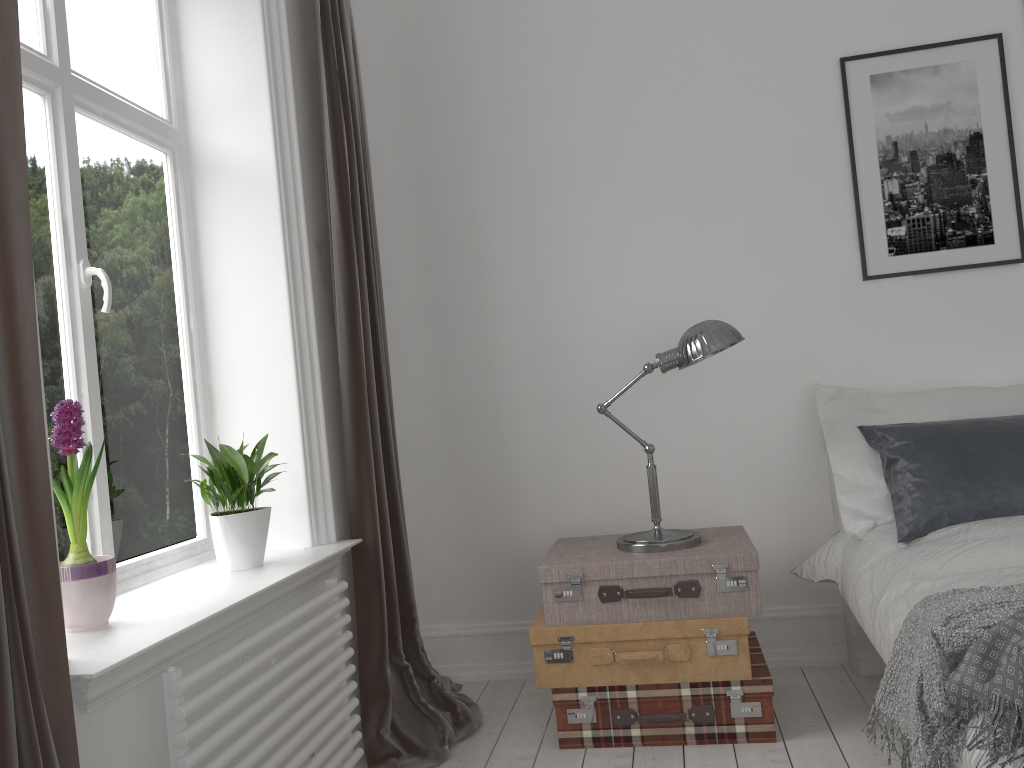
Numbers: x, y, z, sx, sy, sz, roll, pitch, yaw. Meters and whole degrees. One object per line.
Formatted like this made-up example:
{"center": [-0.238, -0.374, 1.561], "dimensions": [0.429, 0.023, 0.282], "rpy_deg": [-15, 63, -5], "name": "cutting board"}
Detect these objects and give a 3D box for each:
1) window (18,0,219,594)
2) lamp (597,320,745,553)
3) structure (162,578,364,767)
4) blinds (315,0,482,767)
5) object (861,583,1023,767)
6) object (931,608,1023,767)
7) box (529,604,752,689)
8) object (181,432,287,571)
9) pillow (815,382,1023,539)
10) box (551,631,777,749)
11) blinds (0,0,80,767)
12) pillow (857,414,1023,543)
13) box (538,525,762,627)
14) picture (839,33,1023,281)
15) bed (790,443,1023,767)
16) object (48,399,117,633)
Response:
{"center": [-1.066, -0.428, 2.192], "dimensions": [0.120, 1.956, 1.112], "rpy_deg": [-6, -1, 10], "name": "window"}
{"center": [0.524, 0.160, 2.843], "dimensions": [0.488, 0.699, 0.269], "rpy_deg": [-6, -1, 10], "name": "lamp"}
{"center": [-0.569, 0.879, 2.106], "dimensions": [0.114, 0.670, 0.887], "rpy_deg": [-6, -1, 10], "name": "structure"}
{"center": [-0.396, -0.196, 2.940], "dimensions": [0.327, 2.680, 0.779], "rpy_deg": [-6, -1, 5], "name": "blinds"}
{"center": [1.805, 0.567, 1.571], "dimensions": [2.236, 0.500, 0.521], "rpy_deg": [-6, -1, 13], "name": "object"}
{"center": [1.752, 0.460, 1.204], "dimensions": [2.154, 0.377, 0.536], "rpy_deg": [-6, -1, 12], "name": "object"}
{"center": [0.417, 0.799, 2.861], "dimensions": [0.647, 0.185, 0.537], "rpy_deg": [-6, -1, 10], "name": "box"}
{"center": [-0.755, 0.317, 2.436], "dimensions": [0.284, 0.369, 0.215], "rpy_deg": [-5, -1, -12], "name": "object"}
{"center": [2.001, 0.161, 2.771], "dimensions": [1.965, 0.529, 0.465], "rpy_deg": [-6, -1, 9], "name": "pillow"}
{"center": [0.485, 0.977, 2.853], "dimensions": [0.647, 0.185, 0.537], "rpy_deg": [-6, -1, 10], "name": "box"}
{"center": [-0.723, -0.196, 1.232], "dimensions": [0.294, 2.681, 0.582], "rpy_deg": [-6, -1, 17], "name": "blinds"}
{"center": [1.519, 0.258, 2.642], "dimensions": [0.837, 0.329, 0.405], "rpy_deg": [-6, -1, 10], "name": "pillow"}
{"center": [0.445, 0.612, 2.856], "dimensions": [0.647, 0.185, 0.537], "rpy_deg": [-6, -1, 10], "name": "box"}
{"center": [1.492, -0.801, 3.155], "dimensions": [0.545, 0.810, 0.015], "rpy_deg": [-6, -1, 10], "name": "picture"}
{"center": [1.851, 0.451, 1.841], "dimensions": [2.217, 0.926, 2.473], "rpy_deg": [-6, -1, 10], "name": "bed"}
{"center": [-0.902, 0.268, 1.840], "dimensions": [0.129, 0.476, 0.129], "rpy_deg": [-5, -1, -30], "name": "object"}
